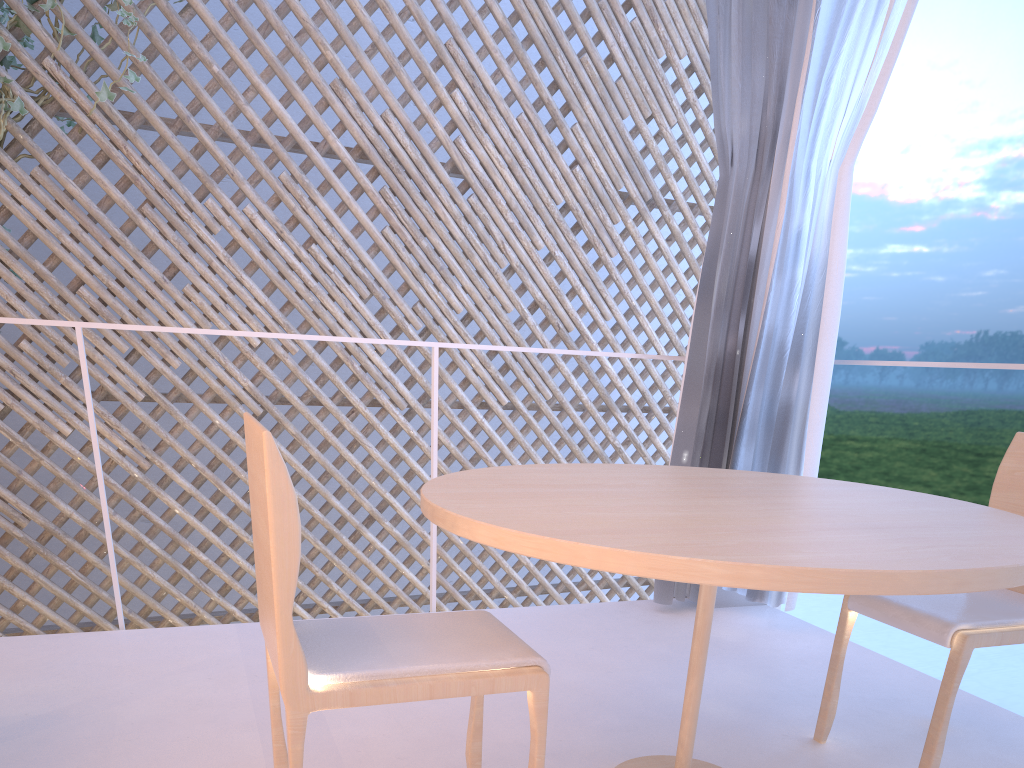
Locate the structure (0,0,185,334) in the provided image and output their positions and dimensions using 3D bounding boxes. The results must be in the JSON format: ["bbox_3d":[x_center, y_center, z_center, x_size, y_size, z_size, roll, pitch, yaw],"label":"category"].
[{"bbox_3d":[-1.381,-1.302,2.155,2.335,2.985,0.667,-4,20,-26],"label":"structure"}]

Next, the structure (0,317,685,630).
[{"bbox_3d":[-0.409,0.208,1.456,1.698,0.620,0.025,2,19,-20],"label":"structure"}]

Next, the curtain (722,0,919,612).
[{"bbox_3d":[0.587,-0.810,1.059,0.097,2.643,0.460,-7,22,-25],"label":"curtain"}]

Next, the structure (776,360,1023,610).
[{"bbox_3d":[1.460,0.930,1.597,1.441,1.958,1.234,-3,16,-20],"label":"structure"}]
